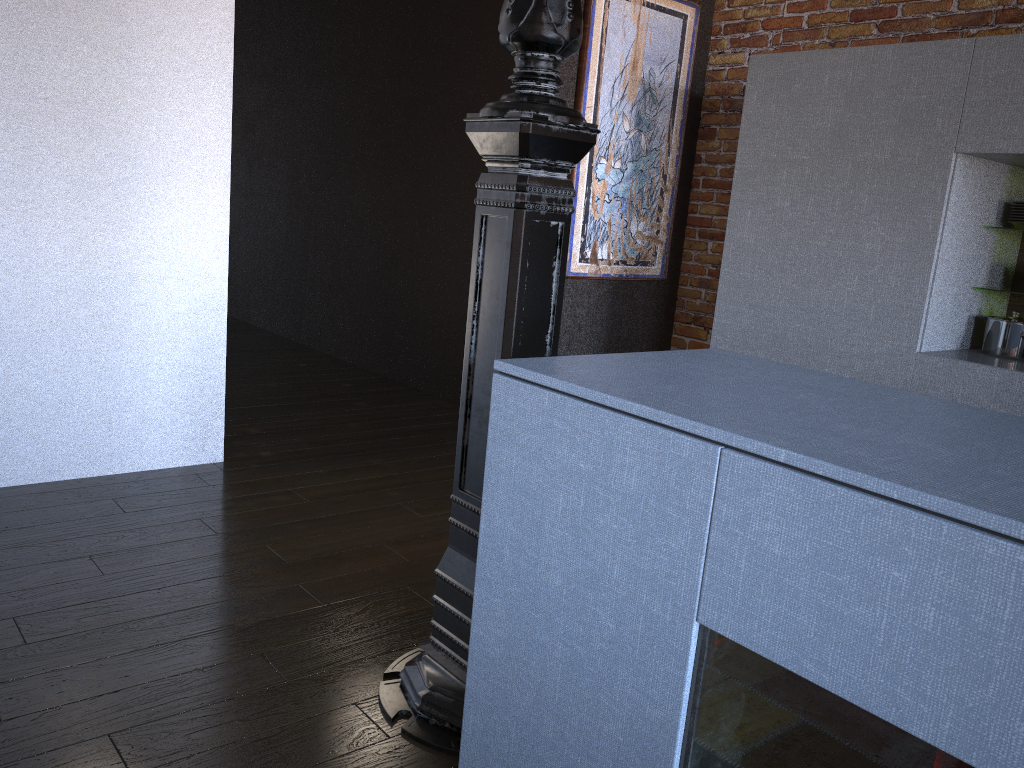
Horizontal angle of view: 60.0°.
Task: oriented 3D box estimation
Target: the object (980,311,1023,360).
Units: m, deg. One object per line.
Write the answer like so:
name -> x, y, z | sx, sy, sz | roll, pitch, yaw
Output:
object -> 1.921, -0.190, 3.405 | 0.193, 0.178, 0.208 | 6, 12, 2

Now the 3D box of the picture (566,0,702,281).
picture -> 0.599, -1.263, 4.504 | 0.780, 1.472, 0.067 | -4, 15, -39

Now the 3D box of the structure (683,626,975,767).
structure -> 0.652, 0.582, 1.032 | 0.332, 0.395, 0.943 | -4, 15, -39

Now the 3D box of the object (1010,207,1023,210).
object -> 1.998, -0.653, 3.378 | 0.180, 0.027, 0.180 | 9, 12, 18

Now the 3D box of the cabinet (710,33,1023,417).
cabinet -> 2.515, -0.091, 2.604 | 0.713, 1.810, 4.170 | -5, 15, -39

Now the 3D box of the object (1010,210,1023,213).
object -> 1.997, -0.642, 3.380 | 0.180, 0.027, 0.180 | 9, 12, 18

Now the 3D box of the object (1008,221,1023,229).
object -> 1.993, -0.600, 3.389 | 0.180, 0.027, 0.180 | 9, 12, 18

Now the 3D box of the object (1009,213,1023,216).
object -> 1.996, -0.632, 3.382 | 0.180, 0.027, 0.180 | 9, 12, 18

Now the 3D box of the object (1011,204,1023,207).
object -> 1.999, -0.663, 3.376 | 0.180, 0.027, 0.180 | 9, 12, 18

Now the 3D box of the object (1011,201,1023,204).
object -> 1.999, -0.673, 3.374 | 0.180, 0.027, 0.180 | 9, 12, 18

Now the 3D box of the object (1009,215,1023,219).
object -> 1.995, -0.621, 3.385 | 0.180, 0.027, 0.180 | 9, 12, 18

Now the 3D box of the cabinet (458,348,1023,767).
cabinet -> 1.096, 0.664, 0.687 | 0.607, 0.845, 2.957 | -4, 15, -39

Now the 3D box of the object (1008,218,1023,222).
object -> 1.994, -0.611, 3.387 | 0.180, 0.027, 0.180 | 9, 12, 18
